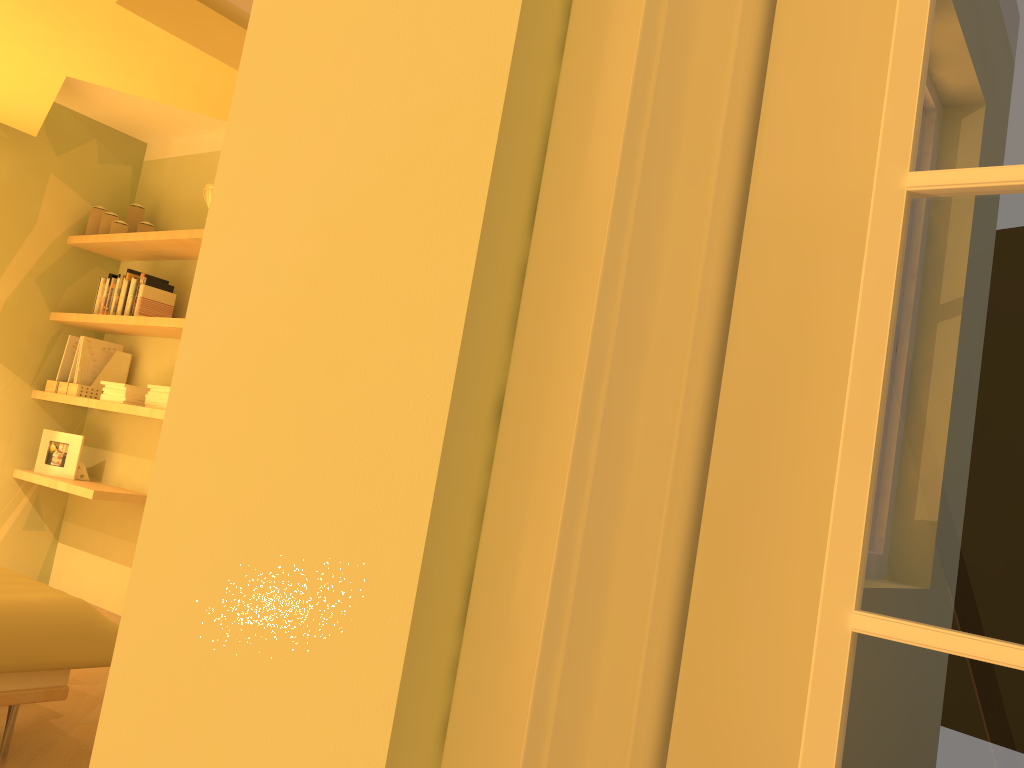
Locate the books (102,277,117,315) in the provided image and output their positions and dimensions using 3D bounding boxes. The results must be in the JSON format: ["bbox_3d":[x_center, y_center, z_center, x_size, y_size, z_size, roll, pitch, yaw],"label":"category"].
[{"bbox_3d":[-1.937,-0.409,4.395,0.032,0.203,0.157,5,-8,36],"label":"books"}]

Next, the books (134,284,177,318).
[{"bbox_3d":[-1.691,-0.369,4.196,0.032,0.163,0.178,5,-8,36],"label":"books"}]

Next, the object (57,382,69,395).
[{"bbox_3d":[-2.109,-0.054,4.433,0.087,0.259,0.236,5,-8,36],"label":"object"}]

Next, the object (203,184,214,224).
[{"bbox_3d":[-1.404,-0.790,4.124,0.160,0.268,0.095,9,-6,7],"label":"object"}]

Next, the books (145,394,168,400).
[{"bbox_3d":[-1.490,0.077,3.956,0.190,0.015,0.270,16,-9,-43],"label":"books"}]

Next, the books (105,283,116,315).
[{"bbox_3d":[-1.919,-0.392,4.378,0.021,0.172,0.157,5,-8,36],"label":"books"}]

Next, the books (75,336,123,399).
[{"bbox_3d":[-2.045,-0.069,4.391,0.043,0.296,0.210,5,-8,36],"label":"books"}]

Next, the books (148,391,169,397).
[{"bbox_3d":[-1.482,0.062,3.953,0.190,0.015,0.270,15,-8,-40],"label":"books"}]

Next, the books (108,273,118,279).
[{"bbox_3d":[-1.974,-0.423,4.436,0.032,0.229,0.138,5,-8,36],"label":"books"}]

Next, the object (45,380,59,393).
[{"bbox_3d":[-2.211,-0.063,4.507,0.087,0.259,0.236,6,-7,31],"label":"object"}]

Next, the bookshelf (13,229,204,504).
[{"bbox_3d":[-1.236,-0.026,3.808,2.605,1.240,0.300,5,-8,36],"label":"bookshelf"}]

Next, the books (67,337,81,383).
[{"bbox_3d":[-2.089,-0.073,4.420,0.048,0.297,0.214,5,-8,36],"label":"books"}]

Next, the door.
[{"bbox_3d":[0.460,0.049,0.485,0.884,2.033,0.098,5,-8,36],"label":"door"}]

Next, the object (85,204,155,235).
[{"bbox_3d":[-1.988,-0.825,4.522,0.349,0.229,0.234,5,-8,37],"label":"object"}]

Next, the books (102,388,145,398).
[{"bbox_3d":[-1.737,0.056,4.147,0.190,0.015,0.270,5,-8,36],"label":"books"}]

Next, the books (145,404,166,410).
[{"bbox_3d":[-1.491,0.122,3.954,0.190,0.015,0.270,16,-9,-43],"label":"books"}]

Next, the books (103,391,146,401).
[{"bbox_3d":[-1.735,0.072,4.150,0.190,0.015,0.270,5,-8,37],"label":"books"}]

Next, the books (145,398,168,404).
[{"bbox_3d":[-1.489,0.091,3.949,0.190,0.015,0.270,15,-8,-41],"label":"books"}]

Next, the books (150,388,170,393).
[{"bbox_3d":[-1.477,0.051,3.976,0.190,0.015,0.270,16,-9,-43],"label":"books"}]

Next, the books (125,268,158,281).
[{"bbox_3d":[-1.826,-0.421,4.318,0.021,0.247,0.157,5,-8,36],"label":"books"}]

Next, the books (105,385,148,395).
[{"bbox_3d":[-1.731,0.043,4.155,0.190,0.015,0.270,5,-8,38],"label":"books"}]

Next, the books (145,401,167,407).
[{"bbox_3d":[-1.488,0.108,3.956,0.270,0.015,0.190,4,-9,44],"label":"books"}]

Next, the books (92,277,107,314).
[{"bbox_3d":[-2.010,-0.415,4.449,0.040,0.203,0.157,5,-8,36],"label":"books"}]

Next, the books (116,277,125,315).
[{"bbox_3d":[-1.844,-0.400,4.328,0.017,0.203,0.155,5,-8,36],"label":"books"}]

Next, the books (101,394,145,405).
[{"bbox_3d":[-1.747,0.085,4.150,0.190,0.015,0.270,6,-8,33],"label":"books"}]

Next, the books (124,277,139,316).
[{"bbox_3d":[-1.779,-0.395,4.279,0.040,0.203,0.157,5,-8,36],"label":"books"}]

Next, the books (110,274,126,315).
[{"bbox_3d":[-1.868,-0.410,4.341,0.038,0.217,0.166,5,-8,36],"label":"books"}]

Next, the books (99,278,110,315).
[{"bbox_3d":[-1.960,-0.408,4.411,0.022,0.198,0.157,5,-8,36],"label":"books"}]

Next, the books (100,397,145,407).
[{"bbox_3d":[-1.749,0.100,4.148,0.190,0.015,0.270,5,-8,36],"label":"books"}]

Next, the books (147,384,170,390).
[{"bbox_3d":[-1.476,0.034,3.964,0.270,0.015,0.190,4,-8,42],"label":"books"}]

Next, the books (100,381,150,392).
[{"bbox_3d":[-1.750,0.024,4.156,0.190,0.015,0.270,5,-8,34],"label":"books"}]

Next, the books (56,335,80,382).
[{"bbox_3d":[-2.189,-0.081,4.496,0.048,0.297,0.214,6,-7,31],"label":"books"}]

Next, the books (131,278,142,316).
[{"bbox_3d":[-1.729,-0.388,4.241,0.022,0.198,0.157,5,-8,36],"label":"books"}]

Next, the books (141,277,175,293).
[{"bbox_3d":[-1.707,-0.388,4.226,0.032,0.203,0.157,5,-8,36],"label":"books"}]

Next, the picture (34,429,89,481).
[{"bbox_3d":[-2.224,0.352,4.407,0.247,0.219,0.131,8,-7,14],"label":"picture"}]

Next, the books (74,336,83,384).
[{"bbox_3d":[-2.054,-0.070,4.392,0.036,0.296,0.210,5,-8,36],"label":"books"}]

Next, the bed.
[{"bbox_3d":[-2.299,0.373,2.553,2.378,0.894,1.286,5,-8,36],"label":"bed"}]

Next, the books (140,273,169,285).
[{"bbox_3d":[-1.743,-0.403,4.266,0.032,0.229,0.138,5,-8,36],"label":"books"}]

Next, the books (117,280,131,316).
[{"bbox_3d":[-1.814,-0.389,4.293,0.032,0.184,0.173,5,-8,36],"label":"books"}]

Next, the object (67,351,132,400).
[{"bbox_3d":[-2.032,-0.047,4.376,0.087,0.259,0.236,5,-8,36],"label":"object"}]
